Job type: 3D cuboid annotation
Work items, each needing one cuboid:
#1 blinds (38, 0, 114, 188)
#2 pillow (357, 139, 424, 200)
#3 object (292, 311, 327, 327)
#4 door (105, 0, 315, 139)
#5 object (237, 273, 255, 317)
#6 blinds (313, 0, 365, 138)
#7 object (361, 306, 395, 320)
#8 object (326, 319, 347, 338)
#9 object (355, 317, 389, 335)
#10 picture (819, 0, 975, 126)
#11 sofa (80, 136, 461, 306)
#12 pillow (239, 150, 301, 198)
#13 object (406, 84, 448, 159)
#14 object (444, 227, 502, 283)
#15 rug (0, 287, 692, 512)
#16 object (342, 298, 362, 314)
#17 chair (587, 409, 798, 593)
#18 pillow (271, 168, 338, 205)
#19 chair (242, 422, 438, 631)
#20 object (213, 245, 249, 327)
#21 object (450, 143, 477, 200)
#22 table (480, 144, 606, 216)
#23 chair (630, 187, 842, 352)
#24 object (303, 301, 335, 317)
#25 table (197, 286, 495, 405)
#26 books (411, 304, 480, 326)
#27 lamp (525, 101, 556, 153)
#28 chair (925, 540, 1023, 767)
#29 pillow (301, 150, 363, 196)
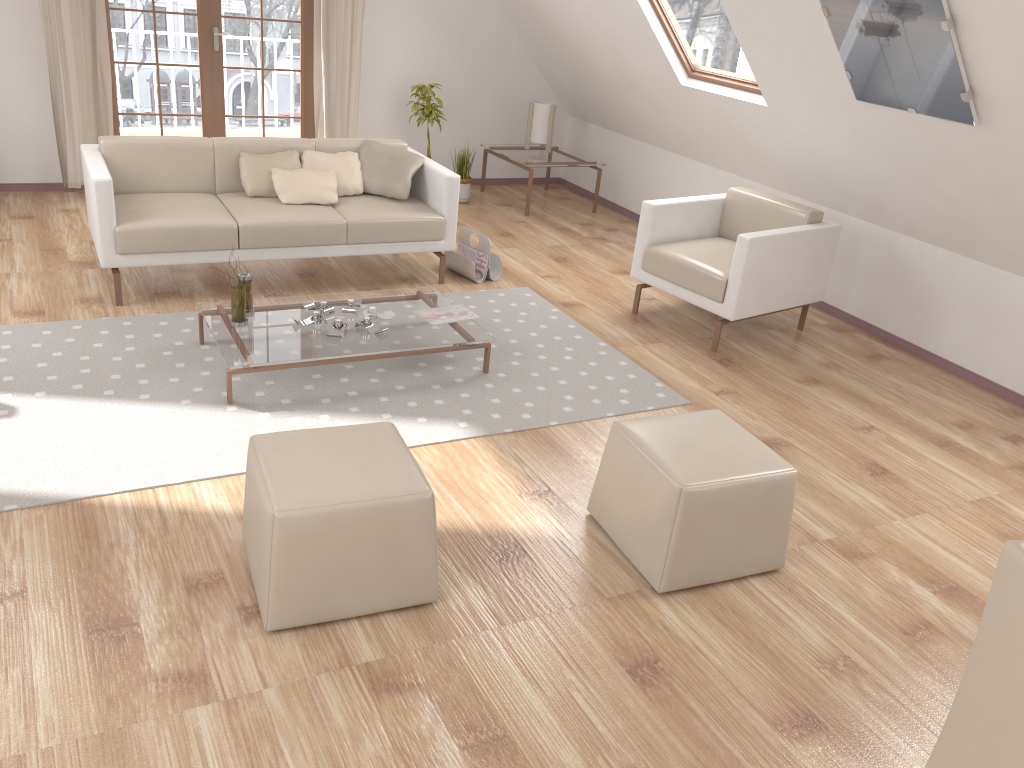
[{"bbox_3d":[-2.854,-2.339,5.737,0.423,2.130,0.120,-9,29,-29],"label":"blinds"},{"bbox_3d":[-0.736,-1.265,5.214,0.424,0.276,0.269,15,26,18],"label":"pillow"},{"bbox_3d":[-0.902,-0.294,3.954,0.143,0.052,0.064,-7,28,-27],"label":"object"},{"bbox_3d":[-2.120,-2.394,6.249,1.546,2.001,0.098,-7,28,-27],"label":"door"},{"bbox_3d":[-1.186,-0.397,3.944,0.075,0.185,0.075,7,25,2],"label":"object"},{"bbox_3d":[-1.244,-2.530,6.518,0.424,2.129,0.123,-10,30,-31],"label":"blinds"},{"bbox_3d":[-0.617,-0.331,4.099,0.143,0.052,0.064,-7,28,-27],"label":"object"},{"bbox_3d":[-0.767,-0.245,3.881,0.064,0.052,0.143,6,25,0],"label":"object"},{"bbox_3d":[-0.625,-0.263,3.954,0.143,0.051,0.064,20,28,27],"label":"object"},{"bbox_3d":[1.526,-1.510,3.662,0.683,0.738,0.650,-7,28,-27],"label":"picture"},{"bbox_3d":[-1.321,-0.964,4.964,1.880,0.706,0.820,-7,28,-27],"label":"sofa"},{"bbox_3d":[-1.342,-1.181,4.970,0.351,0.235,0.185,-6,27,-24],"label":"pillow"},{"bbox_3d":[-0.684,-1.917,6.973,0.311,0.846,0.307,-12,30,-34],"label":"object"},{"bbox_3d":[-0.234,-0.793,5.372,0.212,0.267,0.315,-15,32,-38],"label":"object"},{"bbox_3d":[-0.782,-0.086,4.042,2.800,0.007,1.600,-7,28,-27],"label":"rug"},{"bbox_3d":[-0.752,-0.380,4.173,0.064,0.052,0.143,6,25,0],"label":"object"},{"bbox_3d":[0.602,0.355,2.957,0.506,0.394,0.506,-5,27,-23],"label":"chair"},{"bbox_3d":[-1.144,-1.096,4.939,0.363,0.170,0.227,-5,27,-22],"label":"pillow"},{"bbox_3d":[-0.517,0.384,2.632,0.506,0.394,0.506,-5,27,-23],"label":"chair"},{"bbox_3d":[-1.181,-0.421,3.791,0.123,0.359,0.184,11,25,11],"label":"object"},{"bbox_3d":[-0.384,-1.673,6.960,0.209,0.480,0.234,18,27,24],"label":"object"},{"bbox_3d":[0.225,-1.676,7.224,0.730,0.390,0.773,-8,29,-28],"label":"table"},{"bbox_3d":[1.215,-0.672,4.934,0.820,0.706,0.748,-13,31,-36],"label":"chair"},{"bbox_3d":[-0.894,-0.362,4.100,0.143,0.052,0.064,20,28,27],"label":"object"},{"bbox_3d":[-0.768,-0.201,4.074,1.173,0.190,0.730,-7,28,-27],"label":"table"},{"bbox_3d":[-0.311,-0.331,4.226,0.280,0.005,0.192,-12,30,-34],"label":"books"},{"bbox_3d":[0.233,-2.095,7.213,0.221,0.375,0.180,8,25,3],"label":"lamp"},{"bbox_3d":[1.024,0.782,1.436,0.618,0.999,0.477,4,25,-5],"label":"chair"},{"bbox_3d":[-1.038,-1.217,5.121,0.351,0.225,0.196,-5,27,-22],"label":"pillow"}]
